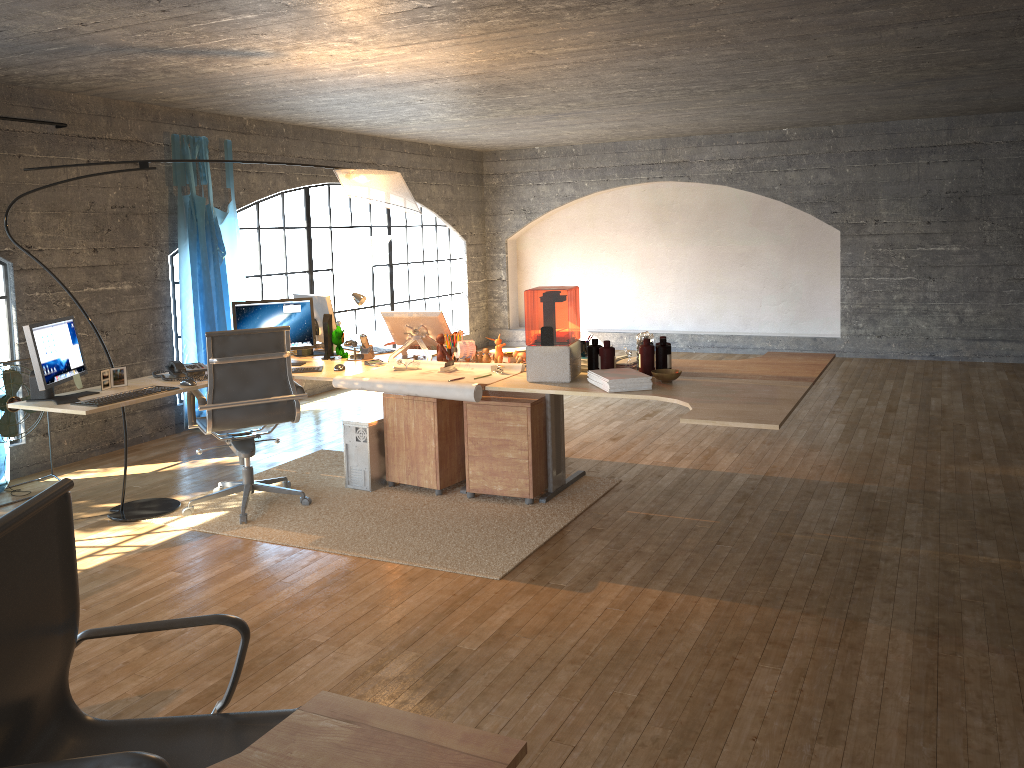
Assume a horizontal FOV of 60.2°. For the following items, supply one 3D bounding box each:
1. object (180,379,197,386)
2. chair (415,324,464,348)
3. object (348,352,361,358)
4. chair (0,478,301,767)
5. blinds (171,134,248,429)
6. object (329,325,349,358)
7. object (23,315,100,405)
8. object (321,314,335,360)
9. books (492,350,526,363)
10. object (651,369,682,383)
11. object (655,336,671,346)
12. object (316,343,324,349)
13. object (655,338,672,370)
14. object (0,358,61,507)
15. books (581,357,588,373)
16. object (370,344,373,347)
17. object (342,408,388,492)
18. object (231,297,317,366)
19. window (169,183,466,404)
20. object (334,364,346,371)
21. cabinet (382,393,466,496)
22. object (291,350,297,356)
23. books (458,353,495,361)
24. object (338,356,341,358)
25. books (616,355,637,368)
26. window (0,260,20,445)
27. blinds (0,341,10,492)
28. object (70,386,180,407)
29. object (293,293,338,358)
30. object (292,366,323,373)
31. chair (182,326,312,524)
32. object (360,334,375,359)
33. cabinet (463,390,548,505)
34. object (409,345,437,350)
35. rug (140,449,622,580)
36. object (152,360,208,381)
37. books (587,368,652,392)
[{"bbox_3d":[-1.689,-0.010,4.611,0.101,0.034,0.059,5,11,36],"label":"object"},{"bbox_3d":[-0.596,0.062,5.880,0.686,0.852,0.658,-4,7,-17],"label":"chair"},{"bbox_3d":[-0.971,-0.180,5.484,0.132,0.026,0.133,3,11,26],"label":"object"},{"bbox_3d":[-0.681,0.717,1.670,0.685,1.007,0.659,-2,6,-4],"label":"chair"},{"bbox_3d":[-2.324,-0.750,7.038,0.261,2.399,0.864,1,6,35],"label":"blinds"},{"bbox_3d":[-1.069,-0.267,5.438,0.115,0.218,0.248,-3,8,-14],"label":"object"},{"bbox_3d":[-2.214,-0.119,4.303,0.286,0.387,0.475,-2,8,-4],"label":"object"},{"bbox_3d":[-1.136,-0.291,5.429,0.085,0.275,0.085,-3,5,-17],"label":"object"},{"bbox_3d":[0.018,-0.158,5.100,0.291,0.053,0.262,-6,10,-23],"label":"books"},{"bbox_3d":[0.746,-0.034,4.257,0.146,0.054,0.148,-1,9,3],"label":"object"},{"bbox_3d":[0.779,-0.153,4.546,0.079,0.185,0.080,2,6,34],"label":"object"},{"bbox_3d":[-1.263,-0.267,5.950,0.155,0.056,0.136,6,12,41],"label":"object"},{"bbox_3d":[0.763,-0.135,4.448,0.079,0.185,0.080,2,6,34],"label":"object"},{"bbox_3d":[-3.095,0.261,5.337,0.581,0.796,0.494,2,7,31],"label":"object"},{"bbox_3d":[0.379,-0.109,4.714,0.230,0.069,0.179,5,11,34],"label":"books"},{"bbox_3d":[-0.873,-0.205,5.460,0.035,0.078,0.099,-3,8,-16],"label":"object"},{"bbox_3d":[-0.783,0.383,5.346,0.200,0.407,0.485,2,8,31],"label":"object"},{"bbox_3d":[-1.408,-0.307,5.242,0.471,0.387,0.288,-5,7,-23],"label":"object"},{"bbox_3d":[-3.040,-0.444,5.240,3.915,1.833,12.378,-1,10,5],"label":"window"},{"bbox_3d":[-0.973,-0.095,4.976,0.059,0.034,0.102,-2,9,1],"label":"object"},{"bbox_3d":[-0.459,0.312,5.248,0.426,0.567,0.477,3,8,34],"label":"cabinet"},{"bbox_3d":[-1.404,-0.213,5.720,0.204,0.036,0.206,3,11,24],"label":"object"},{"bbox_3d":[-0.225,-0.168,5.324,0.215,0.012,0.333,0,10,13],"label":"books"},{"bbox_3d":[-1.046,-0.176,5.519,0.011,0.011,0.160,1,10,23],"label":"object"},{"bbox_3d":[0.578,-0.132,4.881,0.318,0.044,0.310,4,11,31],"label":"books"},{"bbox_3d":[-3.937,0.157,1.979,3.189,1.852,7.017,-4,10,-13],"label":"window"},{"bbox_3d":[-3.289,-0.447,5.109,0.258,2.278,0.673,0,5,21],"label":"blinds"},{"bbox_3d":[-1.887,0.056,4.330,0.187,0.011,0.495,3,11,26],"label":"object"},{"bbox_3d":[-1.253,-0.382,5.648,0.287,0.387,0.472,-7,9,-38],"label":"object"},{"bbox_3d":[-1.318,-0.074,4.978,0.490,0.011,0.189,-3,10,-9],"label":"object"},{"bbox_3d":[-1.514,0.184,4.892,0.655,1.007,0.689,-5,7,-30],"label":"chair"},{"bbox_3d":[-0.890,-0.230,5.373,0.082,0.158,0.085,0,6,15],"label":"object"},{"bbox_3d":[-0.002,0.341,5.001,0.427,0.567,0.430,1,7,24],"label":"cabinet"},{"bbox_3d":[-0.603,-0.164,6.094,0.300,0.240,0.370,-5,9,-23],"label":"object"},{"bbox_3d":[-0.692,0.648,4.976,2.203,0.005,1.617,3,11,26],"label":"rug"},{"bbox_3d":[-1.810,-0.074,4.864,0.280,0.080,0.414,-8,11,-31],"label":"object"},{"bbox_3d":[0.507,-0.022,4.195,0.221,0.057,0.313,-4,10,-13],"label":"books"}]
